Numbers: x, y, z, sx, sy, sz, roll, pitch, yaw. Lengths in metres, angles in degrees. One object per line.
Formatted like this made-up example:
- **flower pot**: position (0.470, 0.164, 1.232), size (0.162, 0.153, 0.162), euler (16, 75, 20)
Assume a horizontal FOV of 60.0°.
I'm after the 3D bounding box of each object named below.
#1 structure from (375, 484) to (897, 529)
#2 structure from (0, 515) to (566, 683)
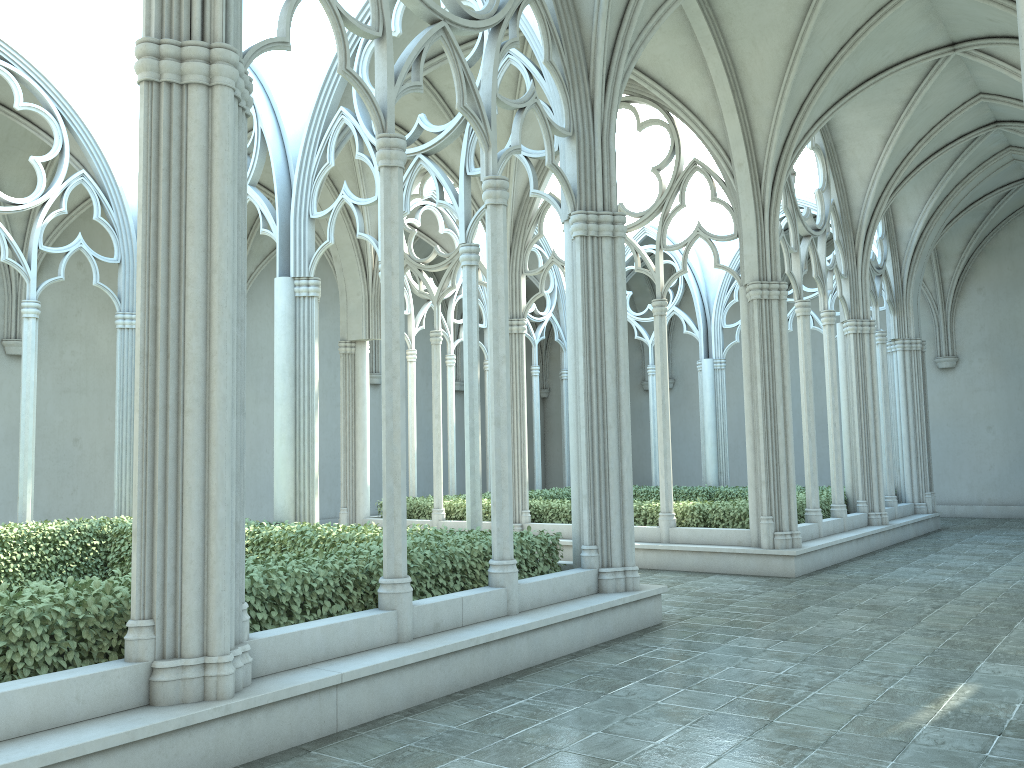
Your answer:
- **structure**: position (2.824, 2.665, 18.328), size (7.995, 0.963, 8.018), euler (-5, -6, 37)
- **structure**: position (-4.997, 1.903, 7.890), size (7.995, 0.963, 8.018), euler (-5, -6, 37)
